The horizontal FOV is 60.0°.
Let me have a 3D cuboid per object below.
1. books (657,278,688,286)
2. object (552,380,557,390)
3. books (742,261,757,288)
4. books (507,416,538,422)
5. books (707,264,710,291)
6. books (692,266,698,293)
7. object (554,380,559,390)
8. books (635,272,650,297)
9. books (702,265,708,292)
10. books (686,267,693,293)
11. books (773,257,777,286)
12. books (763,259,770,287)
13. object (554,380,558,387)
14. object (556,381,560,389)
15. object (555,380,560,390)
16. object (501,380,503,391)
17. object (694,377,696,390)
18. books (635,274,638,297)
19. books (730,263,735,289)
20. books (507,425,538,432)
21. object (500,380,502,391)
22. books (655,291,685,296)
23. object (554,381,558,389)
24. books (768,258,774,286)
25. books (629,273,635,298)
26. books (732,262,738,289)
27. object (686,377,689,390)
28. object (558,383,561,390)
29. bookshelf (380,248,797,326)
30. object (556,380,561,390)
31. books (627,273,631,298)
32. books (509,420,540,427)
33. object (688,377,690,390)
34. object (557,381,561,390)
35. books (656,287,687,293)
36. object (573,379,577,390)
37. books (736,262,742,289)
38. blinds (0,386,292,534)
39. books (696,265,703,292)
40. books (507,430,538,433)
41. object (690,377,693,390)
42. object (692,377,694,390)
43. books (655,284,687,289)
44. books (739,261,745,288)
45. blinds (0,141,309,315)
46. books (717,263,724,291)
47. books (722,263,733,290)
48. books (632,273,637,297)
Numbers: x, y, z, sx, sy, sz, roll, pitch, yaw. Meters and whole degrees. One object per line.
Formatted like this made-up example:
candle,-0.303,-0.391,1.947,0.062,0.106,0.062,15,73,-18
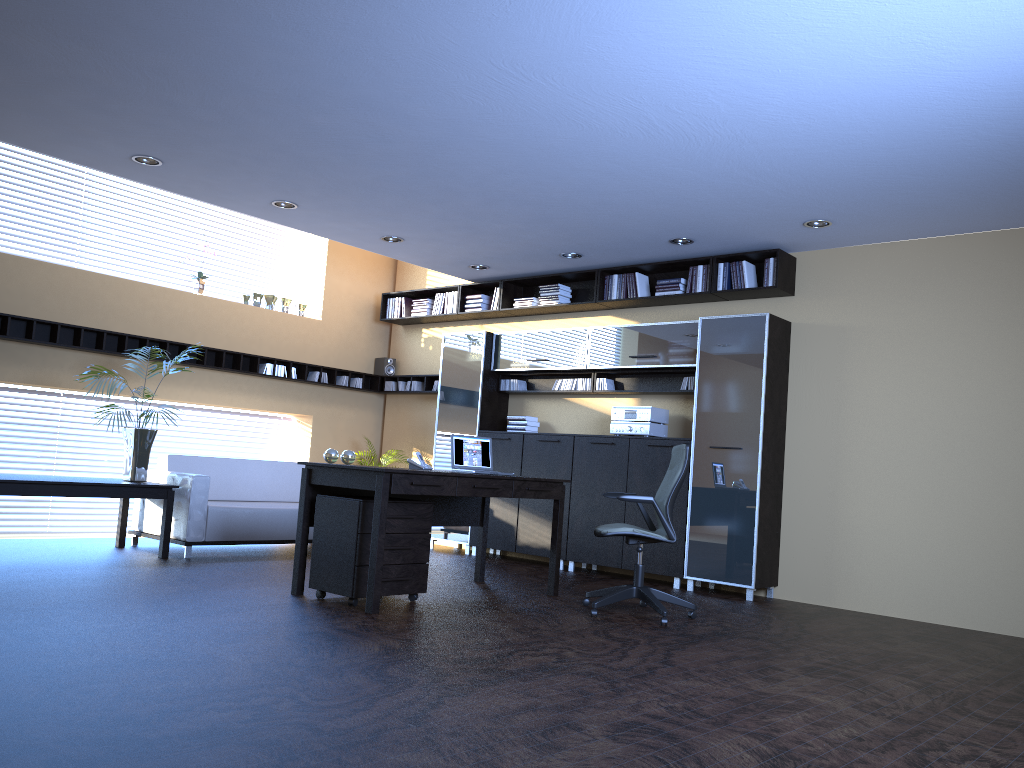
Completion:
books,1.533,-0.948,8.361,0.258,0.050,0.208,-1,-7,41
object,0.483,0.018,9.245,0.059,0.112,0.142,1,-6,41
books,2.109,-0.944,7.855,0.075,0.259,0.208,1,-6,40
books,0.110,0.370,9.435,0.258,0.050,0.208,0,-7,40
books,1.849,-0.941,8.084,0.050,0.258,0.208,1,-6,41
books,1.737,-0.939,8.193,0.050,0.258,0.208,1,-6,41
object,0.509,0.018,9.229,0.059,0.112,0.142,0,-6,41
books,1.269,-0.936,8.581,0.072,0.257,0.208,1,-6,40
books,1.810,-0.941,8.119,0.050,0.258,0.208,1,-6,41
books,1.694,-0.938,8.226,0.055,0.260,0.208,1,-6,41
books,2.325,-0.946,7.674,0.050,0.258,0.208,1,-6,41
books,2.264,-0.944,7.741,0.050,0.258,0.208,1,-6,40
object,0.497,0.019,9.246,0.059,0.112,0.142,0,-6,41
object,0.525,0.018,9.217,0.059,0.112,0.142,0,-6,41
object,0.515,0.018,9.219,0.055,0.109,0.140,0,-6,41
object,-0.065,0.021,9.725,0.006,0.118,0.140,1,-6,41
object,1.716,0.002,8.171,0.009,0.120,0.142,1,-6,41
books,1.268,-0.933,8.616,0.072,0.257,0.208,1,-6,41
books,2.027,-0.940,7.955,0.075,0.259,0.208,1,-6,41
books,0.111,0.471,9.423,0.258,0.050,0.208,-1,-7,41
object,-0.074,0.020,9.731,0.009,0.120,0.142,1,-6,41
books,1.519,-0.832,8.378,0.258,0.050,0.208,0,-7,40
object,0.501,0.018,9.235,0.059,0.112,0.142,0,-6,41
books,2.291,-0.945,7.703,0.036,0.258,0.208,1,-6,41
books,1.220,-0.934,8.642,0.075,0.259,0.208,1,-6,41
books,2.037,-0.943,7.918,0.075,0.259,0.208,1,-6,41
object,1.660,0.004,8.229,0.030,0.120,0.142,1,-6,41
object,0.535,0.019,9.213,0.059,0.112,0.142,0,-6,41
bookshelf,0.441,-0.943,9.337,5.124,0.339,0.362,-1,-7,41
object,0.525,0.018,9.216,0.055,0.109,0.140,0,-6,41
books,1.196,-0.933,8.663,0.075,0.259,0.208,1,-6,42
books,0.129,0.422,9.425,0.258,0.050,0.208,-1,-7,41
object,1.675,0.003,8.215,0.009,0.120,0.142,1,-6,41
object,0.531,0.018,9.207,0.055,0.109,0.140,0,-6,41
books,1.526,-0.875,8.368,0.258,0.031,0.208,-1,-7,41
object,0.684,0.013,9.073,0.036,0.115,0.140,1,-6,41
books,2.064,-0.943,7.900,0.075,0.259,0.208,1,-6,42
blinds,-4.458,0.762,8.603,0.047,1.364,5.403,1,-6,41
books,1.770,-0.940,8.153,0.050,0.258,0.208,1,-6,41
books,0.112,0.522,9.409,0.258,0.050,0.208,-1,-7,41
object,1.690,0.002,8.186,0.009,0.120,0.142,1,-6,41
object,1.703,0.001,8.171,0.006,0.118,0.140,1,-6,41
books,1.518,-0.906,8.378,0.258,0.031,0.208,0,-7,40
books,2.086,-0.944,7.877,0.075,0.259,0.208,1,-6,41
blinds,-4.272,-1.797,8.780,0.039,1.458,5.403,1,-6,41
books,1.925,-0.942,8.015,0.050,0.258,0.208,1,-6,40
books,1.965,-0.943,7.981,0.050,0.258,0.208,1,-6,41
books,1.241,-0.933,8.618,0.072,0.257,0.208,1,-6,41
